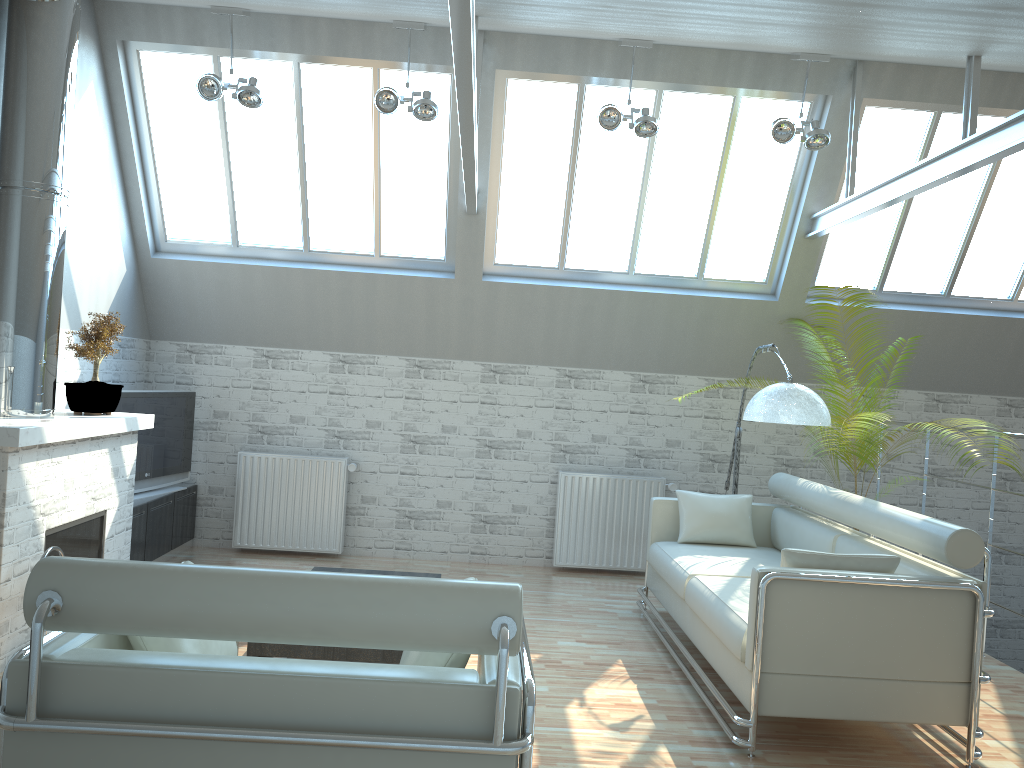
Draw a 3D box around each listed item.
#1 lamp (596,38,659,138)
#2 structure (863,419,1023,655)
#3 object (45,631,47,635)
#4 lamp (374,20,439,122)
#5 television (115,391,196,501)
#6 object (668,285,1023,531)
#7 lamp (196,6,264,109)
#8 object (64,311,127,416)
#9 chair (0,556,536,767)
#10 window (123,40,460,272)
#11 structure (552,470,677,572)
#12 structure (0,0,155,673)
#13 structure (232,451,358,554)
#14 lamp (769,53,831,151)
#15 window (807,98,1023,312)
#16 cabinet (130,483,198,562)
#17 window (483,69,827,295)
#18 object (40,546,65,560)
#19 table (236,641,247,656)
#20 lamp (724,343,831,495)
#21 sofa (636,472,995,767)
[{"bbox_3d":[1.506,-3.791,11.243,0.808,1.172,0.618,4,0,2],"label":"lamp"},{"bbox_3d":[8.518,2.140,11.636,5.366,2.781,6.483,4,0,-2],"label":"structure"},{"bbox_3d":[-4.306,2.177,8.331,0.146,0.916,0.131,4,0,-2],"label":"object"},{"bbox_3d":[-1.312,-3.975,11.144,0.808,1.172,0.619,4,0,2],"label":"lamp"},{"bbox_3d":[-5.379,0.845,12.843,0.592,1.514,2.577,4,0,8],"label":"television"},{"bbox_3d":[4.203,1.053,11.801,3.777,4.386,5.015,4,0,-27],"label":"object"},{"bbox_3d":[-3.516,-4.119,11.067,0.808,1.172,0.619,4,0,2],"label":"lamp"},{"bbox_3d":[-4.961,-0.273,10.443,0.572,1.265,1.115,4,0,2],"label":"object"},{"bbox_3d":[-1.197,1.900,5.103,2.507,2.001,2.201,4,0,-2],"label":"chair"},{"bbox_3d":[-3.089,-3.295,13.073,4.651,2.787,1.897,4,0,-2],"label":"window"},{"bbox_3d":[1.657,2.237,14.438,1.892,1.524,0.508,4,0,-2],"label":"structure"},{"bbox_3d":[-5.050,-0.947,9.595,1.309,7.180,3.302,4,0,-2],"label":"structure"},{"bbox_3d":[-3.465,1.902,14.259,1.892,1.524,0.508,4,0,-2],"label":"structure"},{"bbox_3d":[3.729,-3.645,11.321,0.808,1.172,0.619,4,0,2],"label":"lamp"},{"bbox_3d":[7.043,-2.632,13.427,4.651,2.787,1.897,4,0,-2],"label":"window"},{"bbox_3d":[-5.523,2.104,12.752,0.908,1.016,3.234,4,0,-2],"label":"cabinet"},{"bbox_3d":[1.977,-2.963,13.250,4.651,2.787,1.897,4,0,-2],"label":"window"},{"bbox_3d":[-4.454,2.121,8.520,0.412,1.124,0.584,4,0,-2],"label":"object"},{"bbox_3d":[-1.532,2.423,8.115,1.726,0.867,1.015,4,0,-2],"label":"table"},{"bbox_3d":[3.361,1.329,12.425,1.015,3.709,4.621,4,0,4],"label":"lamp"},{"bbox_3d":[2.928,2.168,9.844,2.199,1.999,4.866,4,0,-2],"label":"sofa"}]
